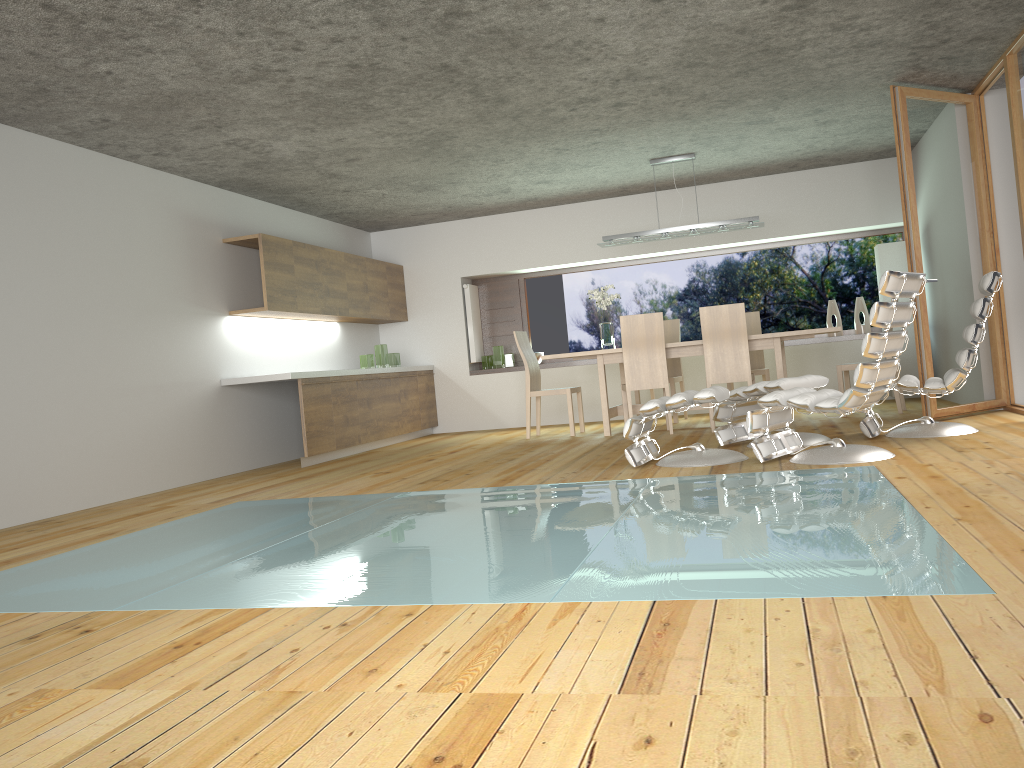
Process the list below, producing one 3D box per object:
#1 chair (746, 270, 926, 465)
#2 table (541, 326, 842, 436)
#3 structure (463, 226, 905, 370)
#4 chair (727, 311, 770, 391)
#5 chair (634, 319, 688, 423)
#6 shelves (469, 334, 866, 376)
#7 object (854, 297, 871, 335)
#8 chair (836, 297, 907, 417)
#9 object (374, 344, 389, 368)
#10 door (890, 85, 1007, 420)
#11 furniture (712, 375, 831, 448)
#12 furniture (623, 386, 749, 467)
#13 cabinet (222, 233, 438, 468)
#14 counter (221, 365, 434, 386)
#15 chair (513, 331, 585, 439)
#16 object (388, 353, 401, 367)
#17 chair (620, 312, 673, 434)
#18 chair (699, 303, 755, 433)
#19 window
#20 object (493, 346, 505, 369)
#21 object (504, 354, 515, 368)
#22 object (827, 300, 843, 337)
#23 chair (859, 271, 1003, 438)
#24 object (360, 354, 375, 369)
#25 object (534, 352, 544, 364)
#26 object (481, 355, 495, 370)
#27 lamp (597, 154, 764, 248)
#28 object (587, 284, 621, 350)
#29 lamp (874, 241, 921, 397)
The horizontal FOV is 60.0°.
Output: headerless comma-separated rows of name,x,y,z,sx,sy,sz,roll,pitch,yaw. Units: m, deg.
chair,1.782,-0.078,4.866,0.912,0.969,0.570,-5,0,41
table,1.661,-0.003,7.994,2.498,0.756,1.201,-5,0,19
structure,1.849,-0.880,9.827,4.871,1.154,0.526,-5,-1,16
chair,2.315,-0.205,8.754,0.404,1.017,0.506,-5,-1,14
chair,1.479,-0.128,8.845,0.404,1.017,0.506,-6,-1,27
shelves,1.895,-0.338,9.796,4.867,0.054,0.404,-5,1,16
object,3.641,-0.713,9.234,0.153,0.384,0.153,-5,-1,12
chair,3.050,-0.256,7.542,0.505,1.017,0.404,-6,-1,29
object,-1.393,-0.291,9.473,0.099,0.259,0.099,-6,-1,41
door,3.245,-0.980,6.551,0.936,2.419,0.162,-5,-1,-29
furniture,1.765,0.175,5.893,0.570,0.439,0.685,-5,0,-39
furniture,1.057,0.249,5.354,0.685,0.439,0.570,-5,0,22
cabinet,-1.664,-0.335,8.986,0.655,2.005,3.093,-6,0,16
counter,-1.671,-0.102,8.890,0.652,0.054,3.287,-5,1,16
chair,0.353,-0.017,8.402,0.506,1.017,0.404,-6,-1,19
object,-1.292,-0.255,9.643,0.112,0.160,0.111,-6,0,41
chair,1.136,-0.079,7.585,0.404,1.017,0.506,-5,-1,5
chair,1.791,-0.136,7.338,0.404,1.017,0.506,-6,-1,15
window,2.188,-0.944,9.952,4.183,0.979,0.012,-5,-1,16
object,-0.152,-0.310,10.273,0.099,0.259,0.099,-6,-1,21
object,-0.029,-0.275,10.375,0.111,0.160,0.112,-5,0,1
object,3.379,-0.690,9.309,0.153,0.384,0.153,-5,-1,12
chair,2.657,-0.170,5.676,0.913,0.969,0.570,-5,0,26
object,-1.526,-0.229,9.353,0.111,0.160,0.112,-6,0,41
object,0.249,-0.287,10.242,0.247,0.137,0.246,-6,0,-39
object,-0.277,-0.252,10.372,0.112,0.160,0.111,-5,0,-34
lamp,1.501,-1.708,8.102,1.489,0.720,0.290,-5,-1,16
object,0.876,-0.620,8.242,0.304,0.608,0.302,-6,-1,19
lamp,3.813,-0.637,8.746,0.280,1.501,0.280,-6,-1,16
